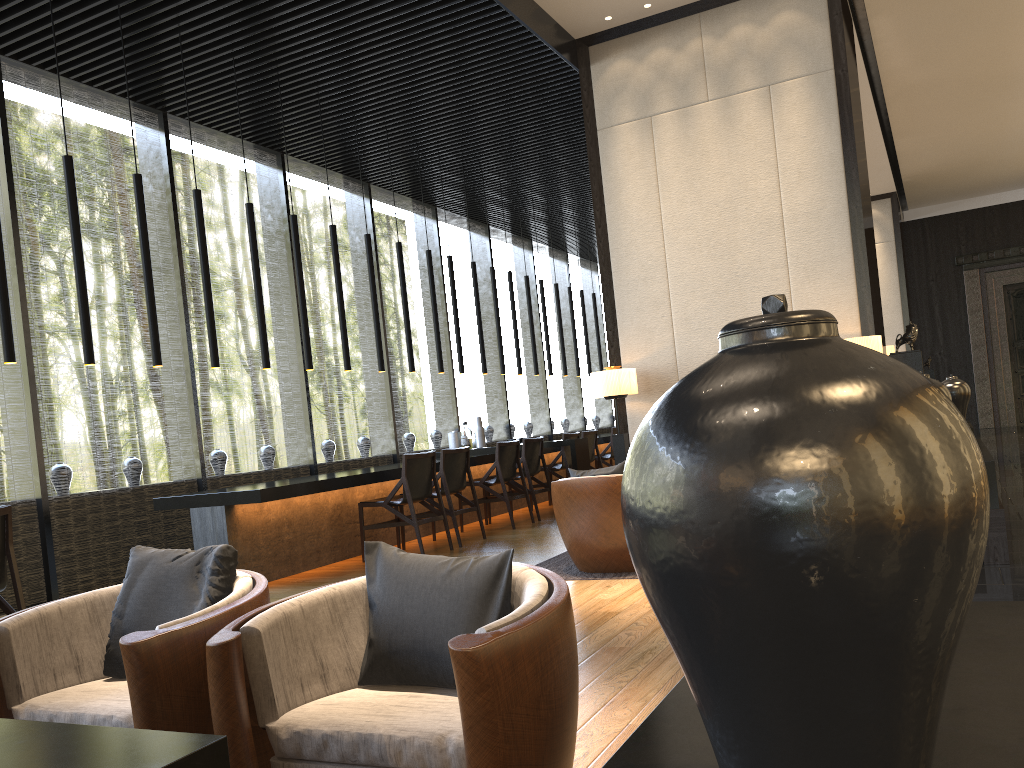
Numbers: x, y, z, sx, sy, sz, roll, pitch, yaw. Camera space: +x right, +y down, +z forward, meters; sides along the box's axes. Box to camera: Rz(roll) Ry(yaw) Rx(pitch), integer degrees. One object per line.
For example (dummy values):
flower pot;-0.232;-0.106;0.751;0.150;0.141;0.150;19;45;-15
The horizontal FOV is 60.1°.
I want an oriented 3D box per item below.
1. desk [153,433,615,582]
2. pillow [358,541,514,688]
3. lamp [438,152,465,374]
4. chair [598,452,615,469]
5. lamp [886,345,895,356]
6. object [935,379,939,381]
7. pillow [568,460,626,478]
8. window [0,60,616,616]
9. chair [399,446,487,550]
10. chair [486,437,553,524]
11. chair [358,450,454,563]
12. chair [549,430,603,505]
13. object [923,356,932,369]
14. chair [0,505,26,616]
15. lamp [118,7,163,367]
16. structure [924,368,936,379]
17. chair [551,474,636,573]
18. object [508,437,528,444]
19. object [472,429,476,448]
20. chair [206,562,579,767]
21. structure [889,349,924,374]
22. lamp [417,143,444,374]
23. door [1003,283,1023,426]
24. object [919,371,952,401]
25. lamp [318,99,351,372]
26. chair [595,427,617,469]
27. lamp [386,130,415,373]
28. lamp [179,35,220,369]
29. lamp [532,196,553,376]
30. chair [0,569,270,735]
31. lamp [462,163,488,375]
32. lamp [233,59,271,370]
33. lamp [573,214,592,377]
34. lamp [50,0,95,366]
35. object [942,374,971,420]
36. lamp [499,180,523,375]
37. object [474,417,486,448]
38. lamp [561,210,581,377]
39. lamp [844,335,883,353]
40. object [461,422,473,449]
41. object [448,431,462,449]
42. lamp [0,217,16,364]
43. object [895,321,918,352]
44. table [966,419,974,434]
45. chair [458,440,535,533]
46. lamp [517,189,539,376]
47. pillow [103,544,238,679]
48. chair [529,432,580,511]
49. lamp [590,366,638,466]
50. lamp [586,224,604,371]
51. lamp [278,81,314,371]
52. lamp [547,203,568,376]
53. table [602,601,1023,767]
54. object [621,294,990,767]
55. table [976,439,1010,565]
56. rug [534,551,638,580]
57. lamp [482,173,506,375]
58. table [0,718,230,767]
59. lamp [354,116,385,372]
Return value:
desk;-2.187;1.048;5.271;1.784;0.759;28.680;-7;-3;26
pillow;-0.168;0.533;2.087;0.443;0.338;0.204;-7;-1;33
lamp;-0.660;-1.313;9.450;0.060;2.421;0.060;-6;0;21
chair;1.481;0.980;11.922;0.564;0.827;0.524;-6;-1;26
lamp;3.354;0.317;8.082;0.374;1.348;0.375;-6;0;-13
object;6.342;0.177;13.209;0.312;0.493;0.311;-6;-1;15
pillow;0.544;0.627;5.299;0.443;0.338;0.204;-7;-1;33
window;1.222;-1.181;2.905;12.085;4.226;31.826;-7;-3;26
chair;-0.613;0.976;7.649;0.564;0.827;0.524;-6;-1;26
chair;0.085;0.977;9.074;0.564;0.827;0.524;-6;-1;26
chair;-0.866;0.976;7.134;0.564;0.827;0.524;-6;-1;26
chair;0.783;0.979;10.498;0.564;0.827;0.524;-6;-1;26
object;7.086;-0.358;15.118;0.162;0.218;0.102;-6;0;14
chair;-2.477;0.973;3.845;0.564;0.827;0.524;-6;-1;26
lamp;-2.450;-1.317;5.798;0.060;2.421;0.060;-6;0;21
structure;7.154;0.352;15.140;0.241;1.218;0.239;-6;0;26
chair;0.622;0.839;5.406;0.806;0.604;0.605;-7;-2;26
object;0.069;0.624;9.598;0.228;0.067;0.227;-8;-3;29
object;-0.386;0.610;9.937;0.136;0.217;0.135;-6;-1;13
chair;-0.201;0.745;1.983;0.806;0.604;0.605;-7;-2;26
structure;3.238;0.345;7.148;0.241;1.218;0.239;-6;0;26
lamp;-0.850;-1.314;9.063;0.060;2.421;0.060;-6;0;21
door;10.007;-0.607;16.510;1.290;2.697;0.052;-6;0;26
object;2.468;0.169;5.304;0.312;0.493;0.311;-6;-1;7
lamp;-1.545;-1.315;7.646;0.060;2.421;0.060;-6;0;21
chair;1.228;0.980;11.406;0.564;0.827;0.524;-6;-1;26
lamp;-1.092;-1.314;8.569;0.060;2.421;0.060;-6;0;21
lamp;-2.224;-1.316;6.259;0.060;2.421;0.060;-6;0;21
lamp;0.383;-1.311;11.580;0.060;2.421;0.060;-6;0;21
chair;-0.965;0.846;2.362;0.806;0.604;0.605;-7;-2;26
lamp;-0.431;-1.313;9.919;0.060;2.421;0.060;-6;0;21
lamp;-1.993;-1.316;6.730;0.060;2.421;0.060;-6;0;21
lamp;1.013;-1.310;12.866;0.060;2.421;0.060;-6;0;31
lamp;-2.675;-1.317;5.338;0.060;2.421;0.060;-6;0;21
object;4.397;0.150;8.810;0.312;0.493;0.310;-7;-1;45
lamp;-0.026;-1.312;10.746;0.060;2.421;0.060;-6;0;21
object;-0.358;0.535;9.782;0.113;0.344;0.113;-6;0;21
lamp;0.814;-1.310;12.459;0.060;2.421;0.060;-6;0;21
lamp;2.561;0.329;6.461;0.374;1.319;0.375;-6;0;-20
object;-0.508;0.573;9.808;0.129;0.305;0.129;-6;0;12
object;-0.630;0.635;9.929;0.169;0.219;0.168;-6;-1;21
lamp;-2.899;-1.317;4.883;0.060;2.421;0.060;-6;0;21
object;3.177;-0.380;7.132;0.177;0.246;0.115;-6;0;26
table;4.270;0.670;8.827;0.621;0.513;1.956;-7;-3;26
chair;-0.168;0.977;8.558;0.564;0.827;0.524;-6;-1;26
lamp;0.187;-1.312;11.181;0.060;2.421;0.060;-6;0;21
pillow;-0.935;0.630;2.466;0.400;0.362;0.221;-7;-1;27
chair;0.530;0.978;9.982;0.564;0.827;0.524;-6;-1;26
lamp;0.897;0.532;7.285;0.375;1.351;0.374;-6;0;16
lamp;1.231;-1.310;13.309;0.060;2.421;0.060;-6;0;21
lamp;-1.770;-1.315;7.186;0.060;2.421;0.060;-6;0;21
lamp;0.604;-1.311;12.030;0.060;2.421;0.060;-6;0;31
table;0.333;0.663;0.792;0.621;0.513;1.956;-7;-3;26
object;0.262;0.165;0.801;0.312;0.493;0.310;-7;-1;45
table;2.571;0.667;5.359;0.621;0.513;1.956;-7;-3;26
rug;1.315;1.096;6.000;2.046;0.008;2.237;-7;-3;26
lamp;-0.226;-1.312;10.336;0.060;2.421;0.060;-6;0;21
table;-0.978;0.829;1.260;1.044;0.517;0.574;-7;-2;26
lamp;-1.319;-1.314;8.107;0.060;2.421;0.060;-6;0;21
